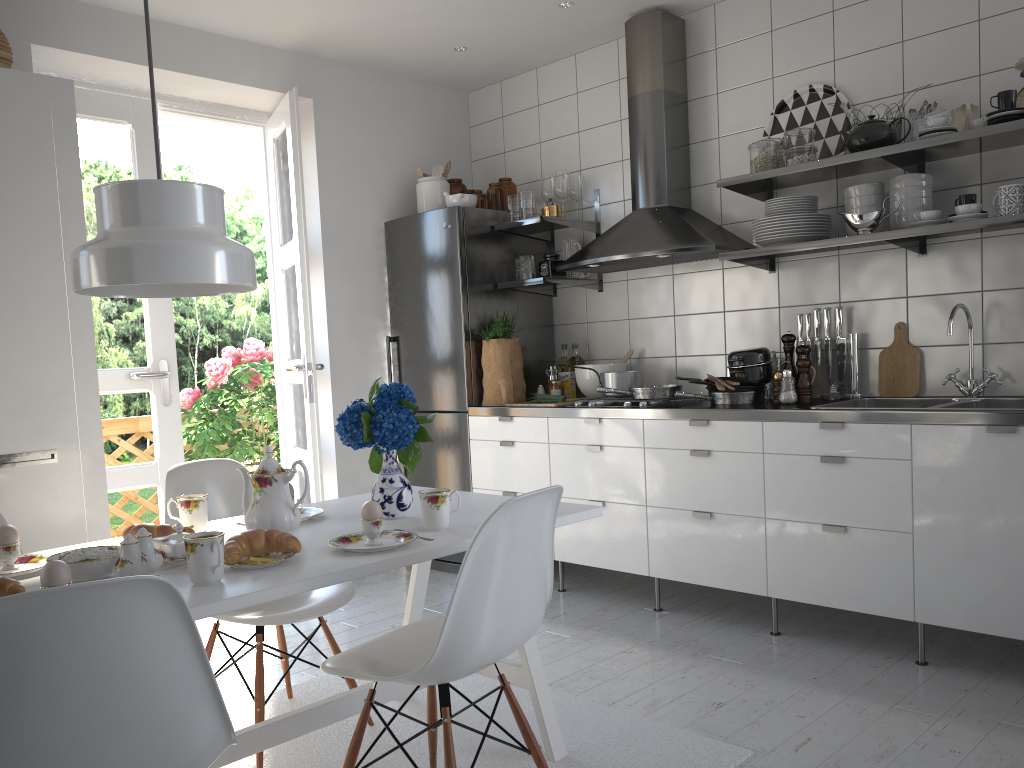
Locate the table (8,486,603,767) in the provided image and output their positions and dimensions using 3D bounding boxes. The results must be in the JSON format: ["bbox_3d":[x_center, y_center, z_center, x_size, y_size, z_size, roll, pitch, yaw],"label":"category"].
[{"bbox_3d":[-0.671,0.713,2.024,0.814,0.662,1.822,0,3,45],"label":"table"}]

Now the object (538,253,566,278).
[{"bbox_3d":[0.196,-0.574,4.324,0.100,0.123,0.100,-5,4,-35],"label":"object"}]

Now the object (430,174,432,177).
[{"bbox_3d":[-0.388,-0.987,4.647,0.118,0.250,0.033,1,5,45],"label":"object"}]

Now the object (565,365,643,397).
[{"bbox_3d":[0.436,-0.019,4.104,0.347,0.154,0.199,-3,3,-6],"label":"object"}]

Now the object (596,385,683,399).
[{"bbox_3d":[0.563,0.029,3.832,0.351,0.061,0.231,-2,2,23],"label":"object"}]

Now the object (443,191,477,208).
[{"bbox_3d":[-0.248,-0.912,4.439,0.159,0.110,0.172,-1,3,40],"label":"object"}]

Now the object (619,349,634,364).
[{"bbox_3d":[0.487,-0.050,4.314,0.221,0.233,0.080,-3,4,5],"label":"object"}]

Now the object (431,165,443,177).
[{"bbox_3d":[-0.404,-1.006,4.622,0.064,0.290,0.140,-2,4,18],"label":"object"}]

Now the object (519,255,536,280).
[{"bbox_3d":[0.074,-0.567,4.341,0.086,0.120,0.086,0,4,41],"label":"object"}]

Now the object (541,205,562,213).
[{"bbox_3d":[0.191,-0.837,4.296,0.099,0.048,0.100,-4,2,-22],"label":"object"}]

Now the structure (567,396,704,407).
[{"bbox_3d":[0.563,0.070,3.960,0.467,0.029,0.489,-1,3,45],"label":"structure"}]

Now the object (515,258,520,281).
[{"bbox_3d":[0.055,-0.569,4.439,0.086,0.120,0.086,-5,4,-35],"label":"object"}]

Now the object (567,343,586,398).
[{"bbox_3d":[0.330,-0.065,4.501,0.089,0.283,0.082,1,5,45],"label":"object"}]

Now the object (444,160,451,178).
[{"bbox_3d":[-0.359,-1.009,4.616,0.131,0.296,0.056,-1,4,24],"label":"object"}]

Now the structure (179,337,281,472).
[{"bbox_3d":[-1.744,0.331,5.979,1.173,1.283,1.261,-6,4,-44],"label":"structure"}]

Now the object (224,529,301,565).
[{"bbox_3d":[-0.541,0.343,1.889,0.160,0.058,0.124,-4,3,-30],"label":"object"}]

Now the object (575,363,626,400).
[{"bbox_3d":[0.434,-0.009,4.330,0.247,0.175,0.246,-3,3,-5],"label":"object"}]

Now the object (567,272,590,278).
[{"bbox_3d":[0.328,-0.573,4.447,0.108,0.100,0.082,-1,4,34],"label":"object"}]

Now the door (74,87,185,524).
[{"bbox_3d":[-1.806,-0.127,3.976,0.156,2.333,0.601,1,6,45],"label":"door"}]

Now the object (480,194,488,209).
[{"bbox_3d":[-0.119,-0.935,4.680,0.093,0.127,0.093,-4,4,-24],"label":"object"}]

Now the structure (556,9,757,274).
[{"bbox_3d":[0.575,-1.089,3.949,0.868,1.095,0.471,0,5,45],"label":"structure"}]

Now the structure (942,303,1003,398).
[{"bbox_3d":[1.639,-0.111,3.147,0.189,0.353,0.273,-1,4,21],"label":"structure"}]

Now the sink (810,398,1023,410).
[{"bbox_3d":[1.481,0.119,3.032,0.765,0.112,0.486,-1,3,45],"label":"sink"}]

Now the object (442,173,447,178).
[{"bbox_3d":[-0.362,-0.987,4.625,0.050,0.248,0.114,-2,4,10],"label":"object"}]

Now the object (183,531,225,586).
[{"bbox_3d":[-0.594,0.340,1.715,0.078,0.096,0.090,-3,3,-9],"label":"object"}]

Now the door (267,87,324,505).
[{"bbox_3d":[-1.053,-0.176,4.331,0.156,2.333,0.601,-5,4,-25],"label":"door"}]

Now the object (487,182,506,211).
[{"bbox_3d":[-0.080,-0.946,4.531,0.093,0.154,0.093,-4,4,-23],"label":"object"}]

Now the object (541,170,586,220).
[{"bbox_3d":[0.257,-0.929,4.461,0.192,0.245,0.205,0,4,43],"label":"object"}]

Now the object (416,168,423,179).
[{"bbox_3d":[-0.457,-0.988,4.621,0.054,0.263,0.148,-1,4,20],"label":"object"}]

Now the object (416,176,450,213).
[{"bbox_3d":[-0.408,-0.959,4.617,0.174,0.208,0.173,0,4,40],"label":"object"}]

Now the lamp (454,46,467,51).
[{"bbox_3d":[-0.252,-1.640,4.307,0.064,0.030,0.064,-1,3,37],"label":"lamp"}]

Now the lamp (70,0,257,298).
[{"bbox_3d":[-0.781,-0.862,1.880,0.373,1.326,0.372,-4,4,-14],"label":"lamp"}]

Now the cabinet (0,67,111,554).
[{"bbox_3d":[-2.124,0.042,2.821,0.513,2.102,1.374,1,5,45],"label":"cabinet"}]

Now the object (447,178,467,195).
[{"bbox_3d":[-0.304,-0.983,4.792,0.117,0.237,0.117,-4,4,-20],"label":"object"}]

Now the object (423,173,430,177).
[{"bbox_3d":[-0.435,-0.985,4.633,0.061,0.252,0.117,-4,4,-15],"label":"object"}]

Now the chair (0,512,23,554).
[{"bbox_3d":[-1.258,0.671,2.061,0.542,0.803,0.464,0,5,44],"label":"chair"}]

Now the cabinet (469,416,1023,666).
[{"bbox_3d":[1.182,0.512,3.403,3.237,0.797,0.661,-1,4,45],"label":"cabinet"}]

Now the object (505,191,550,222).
[{"bbox_3d":[0.076,-0.863,4.377,0.190,0.135,0.228,-1,3,35],"label":"object"}]

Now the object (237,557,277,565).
[{"bbox_3d":[-0.528,0.364,1.841,0.070,0.036,0.109,-5,3,-37],"label":"object"}]

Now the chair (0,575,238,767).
[{"bbox_3d":[-0.691,0.663,1.427,0.464,0.803,0.542,-5,4,-31],"label":"chair"}]

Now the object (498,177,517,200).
[{"bbox_3d":[-0.030,-0.972,4.623,0.097,0.195,0.097,1,5,44],"label":"object"}]

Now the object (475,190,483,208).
[{"bbox_3d":[-0.199,-0.966,4.871,0.113,0.187,0.113,-4,4,-16],"label":"object"}]

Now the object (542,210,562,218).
[{"bbox_3d":[0.194,-0.815,4.297,0.100,0.036,0.100,-4,2,-26],"label":"object"}]

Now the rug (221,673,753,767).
[{"bbox_3d":[-0.686,1.047,2.017,1.426,0.004,2.305,-1,3,45],"label":"rug"}]

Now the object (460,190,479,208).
[{"bbox_3d":[-0.231,-0.943,4.689,0.113,0.154,0.113,-4,3,-17],"label":"object"}]

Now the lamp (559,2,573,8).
[{"bbox_3d":[0.233,-1.648,3.825,0.064,0.030,0.064,-1,3,37],"label":"lamp"}]

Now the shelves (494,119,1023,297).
[{"bbox_3d":[0.956,-0.720,3.649,2.540,0.513,0.426,-1,4,45],"label":"shelves"}]

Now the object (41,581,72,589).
[{"bbox_3d":[-0.776,0.369,1.514,0.048,0.057,0.048,-3,3,-5],"label":"object"}]

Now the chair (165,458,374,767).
[{"bbox_3d":[-0.738,0.628,2.585,0.542,0.803,0.464,0,4,39],"label":"chair"}]

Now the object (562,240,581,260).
[{"bbox_3d":[0.297,-0.673,4.462,0.083,0.100,0.108,-3,3,-11],"label":"object"}]

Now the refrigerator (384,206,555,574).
[{"bbox_3d":[-0.210,0.035,4.698,0.576,1.805,0.692,1,5,45],"label":"refrigerator"}]

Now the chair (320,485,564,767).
[{"bbox_3d":[-0.139,0.618,1.971,0.542,0.803,0.464,-1,4,34],"label":"chair"}]

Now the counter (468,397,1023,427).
[{"bbox_3d":[1.166,0.094,3.377,3.239,0.045,0.649,-1,3,45],"label":"counter"}]
